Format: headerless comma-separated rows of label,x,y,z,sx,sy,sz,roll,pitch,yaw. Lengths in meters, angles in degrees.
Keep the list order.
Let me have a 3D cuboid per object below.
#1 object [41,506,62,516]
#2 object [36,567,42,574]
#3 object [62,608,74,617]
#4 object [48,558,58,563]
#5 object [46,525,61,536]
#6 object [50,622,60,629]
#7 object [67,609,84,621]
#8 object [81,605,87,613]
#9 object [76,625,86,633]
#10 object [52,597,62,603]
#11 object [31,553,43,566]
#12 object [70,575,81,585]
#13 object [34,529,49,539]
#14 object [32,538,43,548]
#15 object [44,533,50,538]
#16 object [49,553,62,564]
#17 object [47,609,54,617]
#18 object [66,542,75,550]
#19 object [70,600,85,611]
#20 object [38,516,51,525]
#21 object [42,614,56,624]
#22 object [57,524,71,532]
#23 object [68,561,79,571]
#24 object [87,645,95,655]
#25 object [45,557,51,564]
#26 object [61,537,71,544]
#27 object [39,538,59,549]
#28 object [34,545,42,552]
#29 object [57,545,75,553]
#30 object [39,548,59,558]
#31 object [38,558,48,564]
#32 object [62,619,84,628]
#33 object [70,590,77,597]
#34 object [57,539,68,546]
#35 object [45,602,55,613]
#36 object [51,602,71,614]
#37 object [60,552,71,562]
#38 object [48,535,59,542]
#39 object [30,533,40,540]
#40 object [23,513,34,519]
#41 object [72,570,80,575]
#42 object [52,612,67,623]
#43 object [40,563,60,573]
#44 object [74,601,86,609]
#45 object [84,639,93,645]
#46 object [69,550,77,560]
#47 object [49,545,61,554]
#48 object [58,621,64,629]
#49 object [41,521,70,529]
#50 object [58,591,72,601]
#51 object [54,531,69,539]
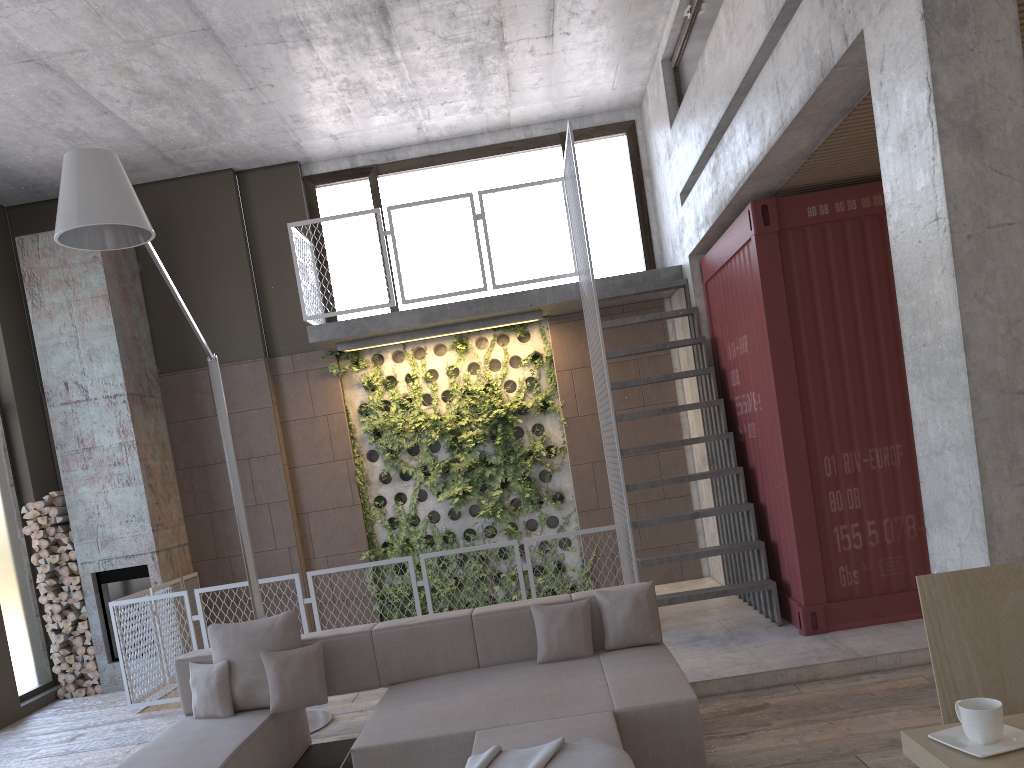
object,-4.583,1.267,8.807,0.104,0.084,0.363,-9,-4,0
object,-4.659,1.858,8.875,0.067,0.067,0.423,-9,-4,0
object,-4.461,2.324,8.978,0.101,0.087,0.363,-9,-4,0
object,-4.531,1.754,8.886,0.115,0.079,0.435,-9,-4,0
object,-4.547,1.471,8.868,0.091,0.089,0.455,-9,-4,-1
object,-4.568,2.433,8.956,0.067,0.067,0.423,-9,-4,0
object,-4.360,2.324,8.922,0.091,0.089,0.455,-9,-4,2
object,-4.266,2.253,8.931,0.066,0.085,0.425,-9,-4,-2
object,-4.298,2.459,8.968,0.091,0.089,0.455,-9,-4,0
object,-4.537,2.168,8.899,0.089,0.057,0.332,-9,-4,0
object,-4.738,1.760,8.876,0.064,0.125,0.364,-9,-4,-1
object,-4.316,1.964,8.913,0.093,0.084,0.479,-9,-4,0
object,-4.642,1.494,8.846,0.093,0.084,0.479,-9,-4,0
object,-4.726,1.598,8.876,0.101,0.103,0.292,-9,-4,2
object,-4.638,1.515,8.854,0.089,0.057,0.332,-9,-4,0
object,-4.516,1.747,8.903,0.093,0.084,0.479,-9,-4,0
object,-4.601,2.289,8.840,0.045,0.073,0.251,-9,-4,0
object,-4.389,1.628,8.896,0.071,0.073,0.423,-9,-4,0
object,-4.412,2.260,9.005,0.104,0.102,0.292,-9,-4,0
object,-4.605,1.362,8.849,0.094,0.083,0.479,-9,-4,0
object,-4.626,2.366,8.917,0.088,0.108,0.365,-9,-4,0
object,-4.479,1.453,8.894,0.067,0.071,0.423,-9,-4,0
object,-4.350,1.832,8.871,0.088,0.108,0.365,-9,-4,0
object,-4.197,2.682,8.977,0.091,0.092,0.437,-9,-4,0
object,-4.589,1.770,8.909,0.067,0.067,0.423,-9,-4,0
object,-4.428,1.578,8.887,0.066,0.085,0.425,-9,-4,-2
object,-4.633,1.589,8.829,0.098,0.107,0.294,-9,-4,2
object,-4.703,1.637,8.795,0.045,0.073,0.251,-9,-4,0
object,-4.461,1.666,8.920,0.115,0.079,0.435,-9,-4,0
object,-4.638,1.697,8.911,0.092,0.093,0.437,-9,-4,0
object,-4.669,1.780,8.912,0.067,0.067,0.423,-9,-4,0
object,-4.414,2.400,8.948,0.093,0.084,0.479,-9,-4,0
object,-4.377,2.106,8.939,0.067,0.071,0.423,-9,-4,0
object,-4.513,1.607,8.961,0.104,0.102,0.292,-9,-4,0
object,-4.625,2.251,8.921,0.101,0.103,0.292,-9,-4,2
object,-4.531,2.242,8.874,0.098,0.107,0.294,-9,-4,2
object,-4.433,1.735,8.919,0.091,0.089,0.455,-9,-4,0
object,-4.572,1.547,8.881,0.064,0.074,0.359,-9,-4,-1
object,-4.715,1.517,8.852,0.067,0.067,0.423,-9,-4,0
object,-4.777,1.321,8.864,0.122,0.068,0.363,-9,-4,2
object,-4.363,1.888,8.943,0.101,0.087,0.363,-9,-4,0
object,-4.536,2.350,8.956,0.092,0.093,0.437,-9,-4,0
object,-4.586,1.836,8.869,0.093,0.084,0.479,-9,-4,0
object,-4.326,2.231,8.931,0.066,0.085,0.425,-9,-4,-2
object,-4.239,2.591,8.962,0.071,0.073,0.423,-9,-4,0
object,-4.348,1.713,8.911,0.091,0.092,0.437,-9,-4,0
object,-4.563,1.671,8.933,0.101,0.087,0.363,-9,-4,0
object,-4.487,2.423,8.953,0.067,0.067,0.423,-9,-4,0
object,-4.586,1.413,8.863,0.115,0.079,0.435,-9,-4,0
object,-4.445,2.124,8.913,0.091,0.089,0.455,-9,-4,-1
object,-4.473,1.517,8.872,0.122,0.068,0.363,-9,-4,2
